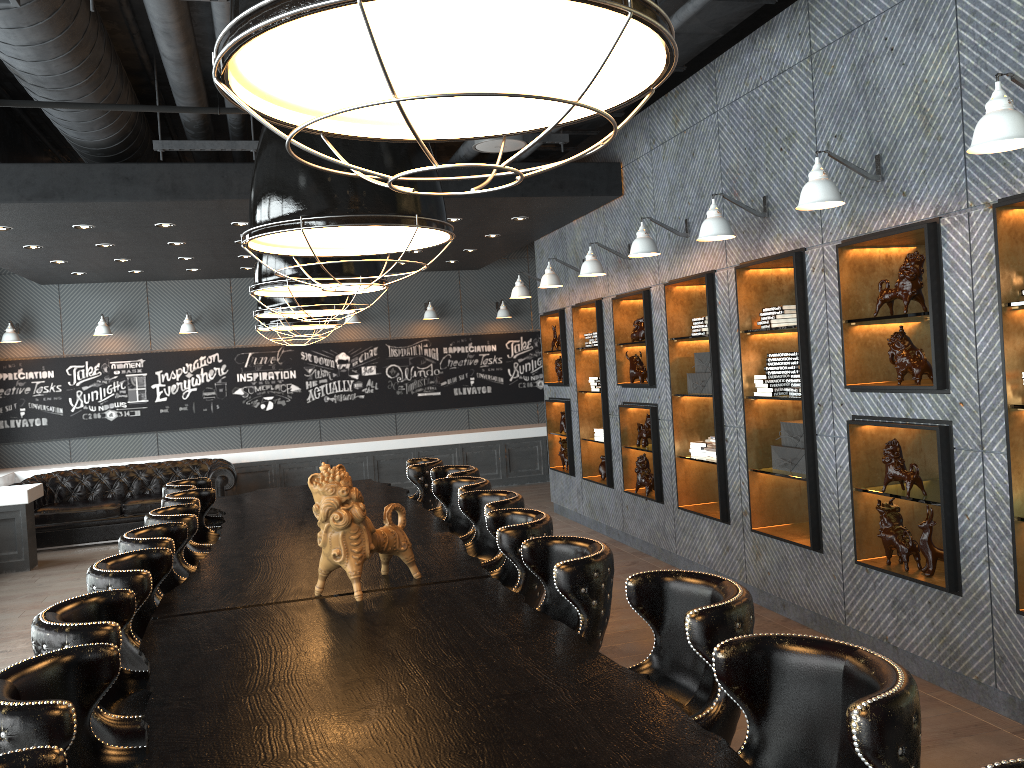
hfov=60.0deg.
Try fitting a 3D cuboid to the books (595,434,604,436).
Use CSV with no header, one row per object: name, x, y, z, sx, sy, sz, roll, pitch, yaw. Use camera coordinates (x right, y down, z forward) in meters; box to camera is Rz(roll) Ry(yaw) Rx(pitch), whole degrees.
books,0.965,0.508,8.937,0.166,0.024,0.227,-4,1,-29

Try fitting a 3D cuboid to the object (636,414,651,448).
object,1.178,0.410,7.913,0.143,0.306,0.317,-4,1,-20

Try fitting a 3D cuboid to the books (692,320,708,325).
books,1.527,-0.475,6.836,0.193,0.028,0.245,-4,1,-10

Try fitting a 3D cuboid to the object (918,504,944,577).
object,2.191,0.802,4.544,0.198,0.358,0.116,-4,1,14

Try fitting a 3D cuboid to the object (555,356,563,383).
object,0.574,-0.154,9.930,0.155,0.329,0.236,-4,1,-11

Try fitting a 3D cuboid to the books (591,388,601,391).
books,0.946,0.047,8.902,0.245,0.028,0.193,-4,1,-20

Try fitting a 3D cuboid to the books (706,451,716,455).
books,1.580,0.510,6.648,0.202,0.022,0.228,-4,1,-13

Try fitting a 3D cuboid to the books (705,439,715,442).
books,1.581,0.425,6.639,0.197,0.020,0.206,-4,1,-14

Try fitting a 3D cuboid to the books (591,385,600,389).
books,0.925,0.022,8.855,0.245,0.028,0.193,-4,1,-7

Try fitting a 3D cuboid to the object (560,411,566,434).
object,0.646,0.425,10.003,0.253,0.249,0.126,-5,1,-41

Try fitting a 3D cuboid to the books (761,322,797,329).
books,1.774,-0.385,5.864,0.193,0.028,0.245,-4,1,0

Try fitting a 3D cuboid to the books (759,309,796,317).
books,1.796,-0.472,5.875,0.193,0.028,0.245,-4,1,-24

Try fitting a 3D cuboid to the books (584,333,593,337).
books,0.871,-0.510,9.066,0.193,0.028,0.245,-4,1,-19

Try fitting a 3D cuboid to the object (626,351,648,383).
object,1.129,-0.144,7.876,0.154,0.309,0.324,-4,1,-11

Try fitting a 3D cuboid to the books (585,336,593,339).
books,0.873,-0.481,9.067,0.193,0.028,0.245,-4,1,-11

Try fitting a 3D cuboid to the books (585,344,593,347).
books,0.878,-0.397,9.068,0.193,0.028,0.245,-4,1,-12

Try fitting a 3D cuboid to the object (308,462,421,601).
object,-0.585,0.565,3.563,0.249,0.545,0.475,-3,1,37

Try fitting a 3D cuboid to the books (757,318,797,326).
books,1.764,-0.414,5.890,0.193,0.028,0.245,-4,1,-5

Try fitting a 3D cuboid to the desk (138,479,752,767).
desk,-0.632,1.288,3.494,1.433,0.927,7.594,-4,1,-16

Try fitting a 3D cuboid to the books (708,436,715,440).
books,1.600,0.402,6.650,0.185,0.024,0.212,-4,1,-21

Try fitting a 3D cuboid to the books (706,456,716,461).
books,1.578,0.553,6.638,0.167,0.023,0.228,-4,1,-15

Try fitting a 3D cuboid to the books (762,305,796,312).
books,1.805,-0.501,5.870,0.193,0.028,0.245,-4,1,-16

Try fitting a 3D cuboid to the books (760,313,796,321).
books,1.787,-0.443,5.876,0.193,0.028,0.245,-4,1,-8

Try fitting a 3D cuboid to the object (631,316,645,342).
object,1.132,-0.481,7.838,0.138,0.222,0.278,-4,1,-16

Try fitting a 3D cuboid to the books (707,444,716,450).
books,1.581,0.468,6.652,0.197,0.023,0.248,-4,1,1

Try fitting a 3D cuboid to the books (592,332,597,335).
books,0.951,-0.509,8.790,0.193,0.028,0.245,-5,2,-44

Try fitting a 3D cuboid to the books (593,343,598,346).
books,0.958,-0.396,8.792,0.193,0.028,0.245,-5,2,-37

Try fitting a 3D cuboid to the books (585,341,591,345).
books,0.861,-0.425,9.085,0.193,0.028,0.245,-4,1,-4

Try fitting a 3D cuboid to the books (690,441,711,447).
books,1.538,0.464,6.928,0.225,0.029,0.179,-4,1,-31

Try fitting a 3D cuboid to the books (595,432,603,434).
books,0.985,0.483,8.944,0.243,0.024,0.175,-4,1,-25

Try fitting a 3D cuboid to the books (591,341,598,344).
books,0.935,-0.423,8.801,0.193,0.028,0.245,-4,1,-29

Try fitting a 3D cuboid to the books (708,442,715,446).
books,1.608,0.445,6.642,0.244,0.023,0.247,-4,1,-31

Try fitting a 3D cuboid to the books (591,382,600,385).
books,0.933,-0.008,8.899,0.245,0.028,0.193,-4,1,-16

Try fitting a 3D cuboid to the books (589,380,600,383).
books,0.915,-0.036,8.915,0.245,0.028,0.193,-4,1,-13

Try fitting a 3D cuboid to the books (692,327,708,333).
books,1.510,-0.417,6.800,0.193,0.028,0.245,-4,1,-5

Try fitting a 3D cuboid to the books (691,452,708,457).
books,1.547,0.543,6.930,0.179,0.034,0.243,-5,2,-36

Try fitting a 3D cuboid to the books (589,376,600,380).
books,0.924,-0.065,8.917,0.245,0.028,0.193,-4,1,-23

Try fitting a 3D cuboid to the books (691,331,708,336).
books,1.519,-0.390,6.811,0.193,0.028,0.245,-4,1,-16

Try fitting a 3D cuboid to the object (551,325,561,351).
object,0.509,-0.522,9.937,0.097,0.290,0.290,-4,1,-17

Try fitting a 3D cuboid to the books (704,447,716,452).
books,1.573,0.490,6.644,0.205,0.019,0.264,-4,1,-17

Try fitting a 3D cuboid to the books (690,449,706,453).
books,1.533,0.514,6.942,0.227,0.024,0.166,-3,2,42

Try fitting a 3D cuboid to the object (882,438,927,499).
object,2.045,0.437,4.651,0.135,0.294,0.256,-4,1,-8

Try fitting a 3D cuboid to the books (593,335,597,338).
books,0.952,-0.481,8.791,0.193,0.028,0.245,-5,2,-36

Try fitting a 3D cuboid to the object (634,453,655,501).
object,1.189,0.816,7.849,0.177,0.388,0.338,-4,1,-8

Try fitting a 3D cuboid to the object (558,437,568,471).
object,0.627,0.781,9.975,0.170,0.362,0.269,-4,1,-23

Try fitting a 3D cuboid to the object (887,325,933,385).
object,2.075,-0.140,4.603,0.159,0.337,0.242,-4,1,-11

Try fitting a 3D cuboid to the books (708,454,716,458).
books,1.582,0.532,6.647,0.158,0.021,0.224,-4,1,-7

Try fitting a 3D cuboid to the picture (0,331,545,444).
picture,-1.128,-0.165,13.582,12.467,1.103,0.200,-4,1,-16

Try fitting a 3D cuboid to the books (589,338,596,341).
books,0.913,-0.456,9.078,0.193,0.028,0.245,-4,1,-9

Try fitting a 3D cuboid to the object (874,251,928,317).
object,2.039,-0.524,4.654,0.152,0.325,0.292,-4,1,-18

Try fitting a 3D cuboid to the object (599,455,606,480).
object,1.029,0.835,8.946,0.314,0.251,0.157,-4,1,0

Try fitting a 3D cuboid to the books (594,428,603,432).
books,0.967,0.458,8.933,0.225,0.029,0.179,-5,1,-33

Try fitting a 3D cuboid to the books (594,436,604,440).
books,0.980,0.536,8.925,0.243,0.034,0.179,-3,2,43

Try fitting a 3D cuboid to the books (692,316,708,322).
books,1.517,-0.502,6.792,0.193,0.028,0.245,-4,1,-13

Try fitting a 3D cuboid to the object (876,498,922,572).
object,2.091,0.806,4.784,0.168,0.359,0.266,-4,1,-23

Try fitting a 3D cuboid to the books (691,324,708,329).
books,1.522,-0.446,6.789,0.193,0.028,0.245,-4,1,-25

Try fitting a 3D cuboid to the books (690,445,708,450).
books,1.548,0.489,6.968,0.243,0.024,0.175,-4,1,-17
